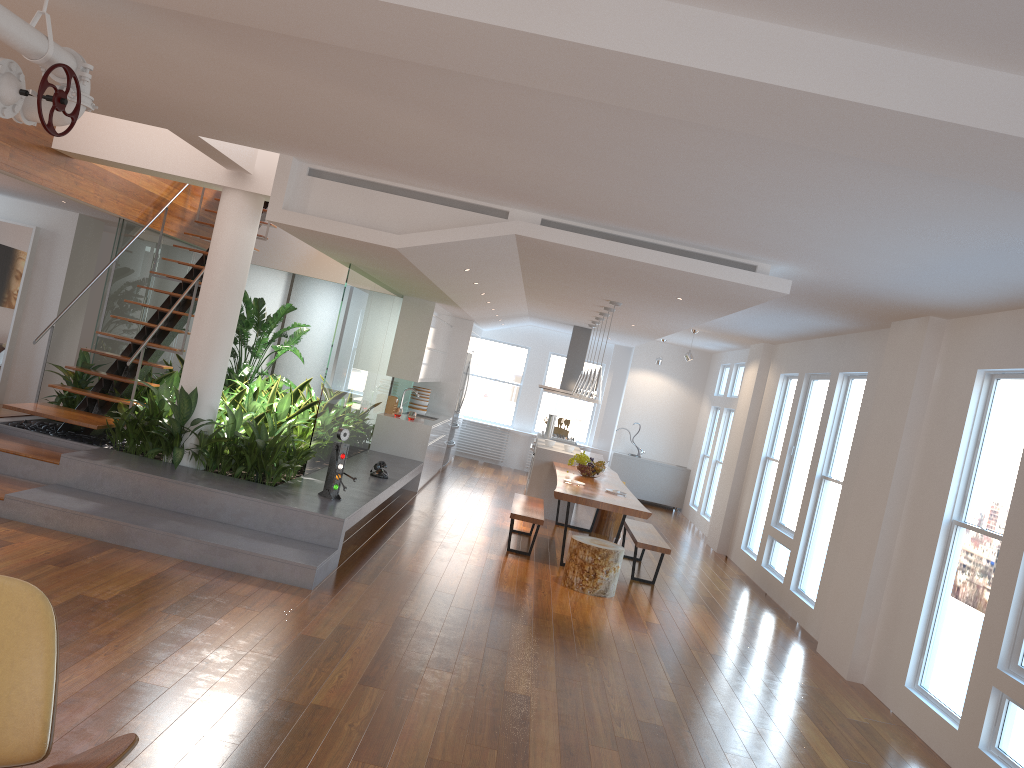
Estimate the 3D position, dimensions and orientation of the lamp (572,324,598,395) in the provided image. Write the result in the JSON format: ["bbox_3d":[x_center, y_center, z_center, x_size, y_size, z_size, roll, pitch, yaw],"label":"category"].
[{"bbox_3d":[1.008,-0.358,12.158,0.160,1.060,0.160,13,1,29],"label":"lamp"}]

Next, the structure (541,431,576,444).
[{"bbox_3d":[0.683,0.786,13.175,0.520,0.073,0.650,13,1,2],"label":"structure"}]

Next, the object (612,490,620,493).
[{"bbox_3d":[1.034,1.071,8.809,0.070,0.030,0.079,12,1,-45],"label":"object"}]

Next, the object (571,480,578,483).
[{"bbox_3d":[0.624,0.978,8.869,0.070,0.030,0.079,12,1,-35],"label":"object"}]

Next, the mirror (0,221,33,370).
[{"bbox_3d":[-6.329,-0.925,10.171,1.267,2.044,0.049,13,1,2],"label":"mirror"}]

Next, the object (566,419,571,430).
[{"bbox_3d":[0.843,0.691,13.626,0.057,0.294,0.030,13,1,2],"label":"object"}]

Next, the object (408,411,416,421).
[{"bbox_3d":[-1.221,0.389,10.834,0.094,0.106,0.094,13,1,7],"label":"object"}]

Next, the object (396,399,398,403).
[{"bbox_3d":[-1.477,0.279,11.194,0.040,0.192,0.042,12,1,-38],"label":"object"}]

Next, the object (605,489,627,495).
[{"bbox_3d":[1.032,1.077,8.809,0.222,0.020,0.222,13,1,-6],"label":"object"}]

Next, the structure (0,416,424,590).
[{"bbox_3d":[-2.665,0.798,8.530,3.088,0.386,5.584,13,1,2],"label":"structure"}]

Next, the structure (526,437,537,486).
[{"bbox_3d":[0.548,1.192,13.169,0.649,0.735,0.890,13,1,2],"label":"structure"}]

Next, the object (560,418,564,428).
[{"bbox_3d":[0.744,0.668,13.608,0.057,0.299,0.019,13,1,2],"label":"object"}]

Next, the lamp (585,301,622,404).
[{"bbox_3d":[0.897,-0.338,8.544,0.160,1.060,0.160,13,1,29],"label":"lamp"}]

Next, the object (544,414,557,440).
[{"bbox_3d":[0.561,0.619,12.719,0.172,0.356,0.120,12,1,-40],"label":"object"}]

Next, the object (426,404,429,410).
[{"bbox_3d":[-1.341,0.300,12.841,0.265,0.196,0.284,13,1,44],"label":"object"}]

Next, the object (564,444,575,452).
[{"bbox_3d":[0.718,0.813,11.174,0.152,0.082,0.152,12,1,-38],"label":"object"}]

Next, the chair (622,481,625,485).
[{"bbox_3d":[1.445,1.628,12.926,0.344,0.430,0.549,13,1,6],"label":"chair"}]

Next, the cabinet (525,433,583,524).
[{"bbox_3d":[0.554,1.231,12.261,0.597,0.832,2.936,13,1,2],"label":"cabinet"}]

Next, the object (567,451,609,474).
[{"bbox_3d":[0.849,0.894,9.851,0.394,0.284,0.292,12,1,-34],"label":"object"}]

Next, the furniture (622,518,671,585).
[{"bbox_3d":[1.285,1.667,8.838,0.316,0.389,1.433,13,1,2],"label":"furniture"}]

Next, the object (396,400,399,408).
[{"bbox_3d":[-1.498,0.291,11.408,0.100,0.170,0.173,13,1,3],"label":"object"}]

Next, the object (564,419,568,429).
[{"bbox_3d":[0.806,0.683,13.609,0.068,0.298,0.039,13,1,2],"label":"object"}]

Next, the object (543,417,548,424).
[{"bbox_3d":[0.556,0.643,13.631,0.199,0.259,0.016,13,1,12],"label":"object"}]

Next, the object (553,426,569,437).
[{"bbox_3d":[0.693,0.738,13.620,0.353,0.157,0.084,13,1,2],"label":"object"}]

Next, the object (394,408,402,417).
[{"bbox_3d":[-1.396,0.349,10.886,0.094,0.106,0.094,13,1,7],"label":"object"}]

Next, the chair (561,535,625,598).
[{"bbox_3d":[0.687,1.539,7.517,0.460,0.400,0.460,13,1,12],"label":"chair"}]

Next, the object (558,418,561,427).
[{"bbox_3d":[0.711,0.661,13.629,0.061,0.299,0.040,13,1,-1],"label":"object"}]

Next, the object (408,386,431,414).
[{"bbox_3d":[-1.302,0.228,12.454,0.267,0.356,0.266,13,1,27],"label":"object"}]

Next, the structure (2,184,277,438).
[{"bbox_3d":[-2.394,-1.287,9.173,2.552,4.265,4.591,13,1,2],"label":"structure"}]

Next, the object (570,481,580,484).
[{"bbox_3d":[0.622,0.989,8.869,0.124,0.011,0.124,13,1,23],"label":"object"}]

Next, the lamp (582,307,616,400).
[{"bbox_3d":[0.919,-0.342,9.267,0.160,1.060,0.160,13,1,29],"label":"lamp"}]

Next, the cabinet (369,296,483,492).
[{"bbox_3d":[-1.145,0.114,12.899,0.676,2.280,4.565,13,1,2],"label":"cabinet"}]

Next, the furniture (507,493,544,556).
[{"bbox_3d":[0.122,1.405,8.873,0.316,0.389,1.433,13,1,2],"label":"furniture"}]

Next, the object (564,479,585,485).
[{"bbox_3d":[0.623,0.984,8.869,0.222,0.020,0.222,13,1,42],"label":"object"}]

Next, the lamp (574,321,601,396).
[{"bbox_3d":[0.986,-0.354,11.435,0.160,1.060,0.160,13,1,29],"label":"lamp"}]

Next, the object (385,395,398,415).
[{"bbox_3d":[-1.514,0.264,11.161,0.104,0.222,0.200,13,1,2],"label":"object"}]

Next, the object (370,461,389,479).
[{"bbox_3d":[-1.299,0.826,8.664,0.216,0.155,0.181,12,1,-34],"label":"object"}]

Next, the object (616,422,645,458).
[{"bbox_3d":[2.012,0.914,14.823,0.590,0.563,0.210,12,1,-27],"label":"object"}]

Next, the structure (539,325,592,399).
[{"bbox_3d":[0.977,-0.512,13.131,0.909,1.405,0.900,13,1,2],"label":"structure"}]

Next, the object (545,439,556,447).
[{"bbox_3d":[0.478,0.758,11.305,0.152,0.082,0.152,13,1,41],"label":"object"}]

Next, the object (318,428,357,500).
[{"bbox_3d":[-1.323,0.636,6.946,0.318,0.565,0.134,13,1,38],"label":"object"}]

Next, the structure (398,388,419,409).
[{"bbox_3d":[-1.396,0.312,11.902,0.248,0.536,0.115,13,1,2],"label":"structure"}]

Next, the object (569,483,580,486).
[{"bbox_3d":[0.604,0.985,8.735,0.149,0.014,0.044,13,1,0],"label":"object"}]

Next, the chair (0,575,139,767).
[{"bbox_3d":[-1.398,0.973,2.191,0.856,0.752,0.867,13,1,7],"label":"chair"}]

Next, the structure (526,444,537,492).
[{"bbox_3d":[0.273,1.103,11.765,0.072,0.648,0.644,13,1,2],"label":"structure"}]

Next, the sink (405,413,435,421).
[{"bbox_3d":[-1.250,0.547,11.871,0.449,0.192,0.666,13,1,2],"label":"sink"}]

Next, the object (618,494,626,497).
[{"bbox_3d":[1.042,1.080,8.703,0.158,0.017,0.019,13,1,-3],"label":"object"}]

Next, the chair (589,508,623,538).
[{"bbox_3d":[1.177,1.588,10.719,0.396,0.455,0.402,13,1,-8],"label":"chair"}]

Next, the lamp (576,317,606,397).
[{"bbox_3d":[0.963,-0.350,10.712,0.160,1.060,0.160,13,1,29],"label":"lamp"}]

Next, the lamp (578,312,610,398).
[{"bbox_3d":[0.941,-0.346,9.990,0.160,1.060,0.160,13,1,29],"label":"lamp"}]

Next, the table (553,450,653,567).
[{"bbox_3d":[0.824,1.374,10.856,0.893,0.704,5.996,13,1,2],"label":"table"}]

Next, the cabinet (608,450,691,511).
[{"bbox_3d":[2.247,1.626,14.864,1.309,0.725,0.420,13,1,2],"label":"cabinet"}]

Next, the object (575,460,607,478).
[{"bbox_3d":[0.859,0.961,9.837,0.360,0.159,0.360,12,1,-35],"label":"object"}]

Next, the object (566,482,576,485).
[{"bbox_3d":[0.606,0.989,8.768,0.164,0.006,0.017,13,1,7],"label":"object"}]

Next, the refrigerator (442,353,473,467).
[{"bbox_3d":[-1.116,0.332,13.642,0.725,1.772,0.908,13,1,2],"label":"refrigerator"}]
